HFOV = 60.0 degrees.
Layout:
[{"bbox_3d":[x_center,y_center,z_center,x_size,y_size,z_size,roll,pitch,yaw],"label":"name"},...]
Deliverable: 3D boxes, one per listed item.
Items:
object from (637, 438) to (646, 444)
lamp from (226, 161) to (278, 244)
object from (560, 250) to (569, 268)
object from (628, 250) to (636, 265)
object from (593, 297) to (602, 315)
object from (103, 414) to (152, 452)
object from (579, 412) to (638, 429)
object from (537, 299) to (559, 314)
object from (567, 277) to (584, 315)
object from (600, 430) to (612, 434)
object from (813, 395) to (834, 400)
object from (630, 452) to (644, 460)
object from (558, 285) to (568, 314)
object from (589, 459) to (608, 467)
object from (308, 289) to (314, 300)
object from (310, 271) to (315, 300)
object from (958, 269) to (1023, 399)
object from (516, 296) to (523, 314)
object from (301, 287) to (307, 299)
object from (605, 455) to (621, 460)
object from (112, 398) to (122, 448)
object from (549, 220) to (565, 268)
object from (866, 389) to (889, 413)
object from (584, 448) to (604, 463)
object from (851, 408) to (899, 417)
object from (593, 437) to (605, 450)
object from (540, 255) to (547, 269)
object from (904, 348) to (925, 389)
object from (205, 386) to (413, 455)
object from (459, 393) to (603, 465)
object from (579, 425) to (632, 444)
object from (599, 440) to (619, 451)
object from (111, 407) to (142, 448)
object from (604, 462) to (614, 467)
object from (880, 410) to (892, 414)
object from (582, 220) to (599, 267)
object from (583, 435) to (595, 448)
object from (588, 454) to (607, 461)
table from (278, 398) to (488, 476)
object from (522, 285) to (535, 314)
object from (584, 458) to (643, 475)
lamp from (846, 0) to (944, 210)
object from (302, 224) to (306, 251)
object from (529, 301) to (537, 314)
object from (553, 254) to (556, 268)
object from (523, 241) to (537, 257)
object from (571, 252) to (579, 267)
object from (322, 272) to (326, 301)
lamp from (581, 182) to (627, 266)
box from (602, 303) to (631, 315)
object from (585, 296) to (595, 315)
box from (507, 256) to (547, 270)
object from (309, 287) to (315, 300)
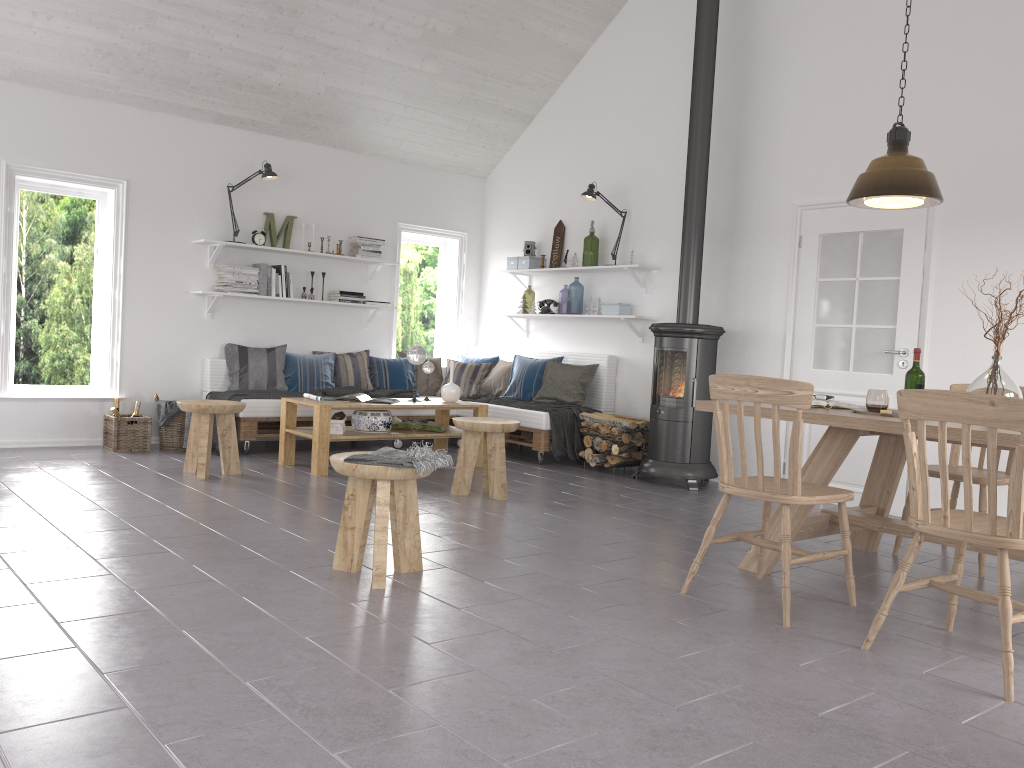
[{"bbox_3d":[0.870,0.423,7.090,0.098,0.067,0.467,1,3,-38],"label":"object"},{"bbox_3d":[-2.164,-1.499,7.340,0.439,0.703,0.196,3,3,-5],"label":"lamp"},{"bbox_3d":[0.484,-1.115,7.987,0.092,0.172,0.177,4,3,18],"label":"object"},{"bbox_3d":[0.995,-1.042,7.350,0.072,0.142,0.073,3,3,-7],"label":"object"},{"bbox_3d":[0.749,-0.668,7.645,0.093,0.161,0.088,2,3,-30],"label":"object"},{"bbox_3d":[-2.941,0.376,6.779,0.276,0.270,0.276,1,3,-40],"label":"object"},{"bbox_3d":[0.752,0.287,6.993,0.115,0.079,0.571,1,3,-39],"label":"object"},{"bbox_3d":[0.327,-0.706,8.142,0.171,0.146,0.203,3,3,-16],"label":"object"},{"bbox_3d":[0.562,-0.774,7.822,0.137,0.335,0.137,5,3,39],"label":"object"},{"bbox_3d":[0.887,0.361,7.012,0.529,0.048,0.059,1,3,-40],"label":"object"},{"bbox_3d":[1.483,0.062,4.304,0.141,0.030,0.135,5,3,35],"label":"object"},{"bbox_3d":[0.817,0.534,7.080,0.101,0.070,0.539,1,3,-39],"label":"object"},{"bbox_3d":[0.475,-0.752,7.936,0.111,0.270,0.111,2,3,-22],"label":"object"},{"bbox_3d":[0.850,0.621,7.121,0.562,0.063,0.095,1,3,-39],"label":"object"},{"bbox_3d":[-1.755,-0.783,7.758,0.058,0.102,0.032,1,4,-45],"label":"object"},{"bbox_3d":[-1.773,-0.867,7.863,0.085,0.259,0.085,4,3,19],"label":"object"},{"bbox_3d":[2.001,-0.163,3.636,0.313,0.666,0.291,4,3,13],"label":"object"},{"bbox_3d":[0.112,-0.755,8.389,0.107,0.195,0.113,2,3,-33],"label":"object"},{"bbox_3d":[-1.824,-0.795,7.784,0.032,0.117,0.058,4,3,24],"label":"object"},{"bbox_3d":[0.905,0.576,7.035,0.425,0.033,0.046,1,3,-40],"label":"object"},{"bbox_3d":[-3.027,0.298,6.785,0.095,0.377,0.095,3,3,-4],"label":"object"},{"bbox_3d":[0.419,-1.282,8.215,0.053,0.480,0.154,1,3,-35],"label":"object"},{"bbox_3d":[1.666,0.080,4.046,0.095,0.106,0.095,3,3,-11],"label":"object"},{"bbox_3d":[0.814,0.582,7.203,0.520,0.142,0.118,1,3,-36],"label":"object"},{"bbox_3d":[1.730,0.134,3.979,0.394,0.014,0.394,3,3,4],"label":"object"},{"bbox_3d":[0.848,0.469,7.126,0.463,0.109,0.110,1,3,-42],"label":"object"},{"bbox_3d":[0.285,-1.126,8.186,0.085,0.152,0.085,3,3,-16],"label":"object"},{"bbox_3d":[1.775,-0.006,3.908,0.081,0.303,0.081,4,3,17],"label":"object"},{"bbox_3d":[-1.671,0.270,7.496,1.892,0.533,0.685,1,3,-40],"label":"object"},{"bbox_3d":[0.116,0.368,7.776,1.449,0.508,0.716,5,3,40],"label":"object"},{"bbox_3d":[0.730,0.395,6.972,0.126,0.104,0.480,1,3,-38],"label":"object"},{"bbox_3d":[0.912,0.487,7.048,0.561,0.102,0.102,1,3,-40],"label":"object"},{"bbox_3d":[-2.916,0.334,6.721,0.095,0.332,0.284,5,3,29],"label":"object"},{"bbox_3d":[0.928,0.623,7.055,0.467,0.067,0.096,1,3,-39],"label":"object"},{"bbox_3d":[1.650,0.127,3.911,0.046,0.024,0.024,5,3,30],"label":"object"},{"bbox_3d":[0.689,-1.213,7.705,0.136,0.415,0.136,3,3,-7],"label":"object"},{"bbox_3d":[0.793,0.463,7.230,0.516,0.107,0.103,1,3,-41],"label":"object"},{"bbox_3d":[0.832,0.580,7.126,0.561,0.050,0.057,1,3,-40],"label":"object"},{"bbox_3d":[-0.939,0.373,6.694,1.457,0.485,0.607,1,3,-40],"label":"table"},{"bbox_3d":[0.159,-0.786,8.304,0.111,0.270,0.111,2,3,-22],"label":"object"},{"bbox_3d":[0.867,0.639,7.132,0.478,0.118,0.456,1,3,-40],"label":"object"},{"bbox_3d":[1.813,-2.062,3.993,0.410,2.502,0.410,1,3,-35],"label":"lamp"},{"bbox_3d":[-1.839,-1.282,7.813,0.084,0.256,0.084,4,3,19],"label":"object"},{"bbox_3d":[0.196,-0.706,8.196,0.072,0.124,0.068,5,3,35],"label":"object"},{"bbox_3d":[0.384,-1.114,8.094,0.052,0.148,0.052,4,3,12],"label":"object"},{"bbox_3d":[0.169,-1.276,8.415,0.121,0.157,0.117,4,3,10],"label":"object"},{"bbox_3d":[0.557,-1.091,7.821,0.075,0.147,0.075,4,3,17],"label":"object"},{"bbox_3d":[-1.683,-0.864,7.901,0.085,0.259,0.085,4,3,19],"label":"object"},{"bbox_3d":[0.778,-1.337,7.452,0.439,0.703,0.196,2,3,-20],"label":"lamp"},{"bbox_3d":[0.878,-0.627,7.490,0.137,0.110,0.202,1,3,-40],"label":"box"},{"bbox_3d":[0.690,-0.686,7.767,0.103,0.178,0.097,4,3,13],"label":"object"},{"bbox_3d":[0.147,-1.134,8.432,0.242,0.131,0.332,1,3,-40],"label":"box"},{"bbox_3d":[-1.761,-0.793,7.814,0.058,0.117,0.032,2,3,-29],"label":"object"}]
